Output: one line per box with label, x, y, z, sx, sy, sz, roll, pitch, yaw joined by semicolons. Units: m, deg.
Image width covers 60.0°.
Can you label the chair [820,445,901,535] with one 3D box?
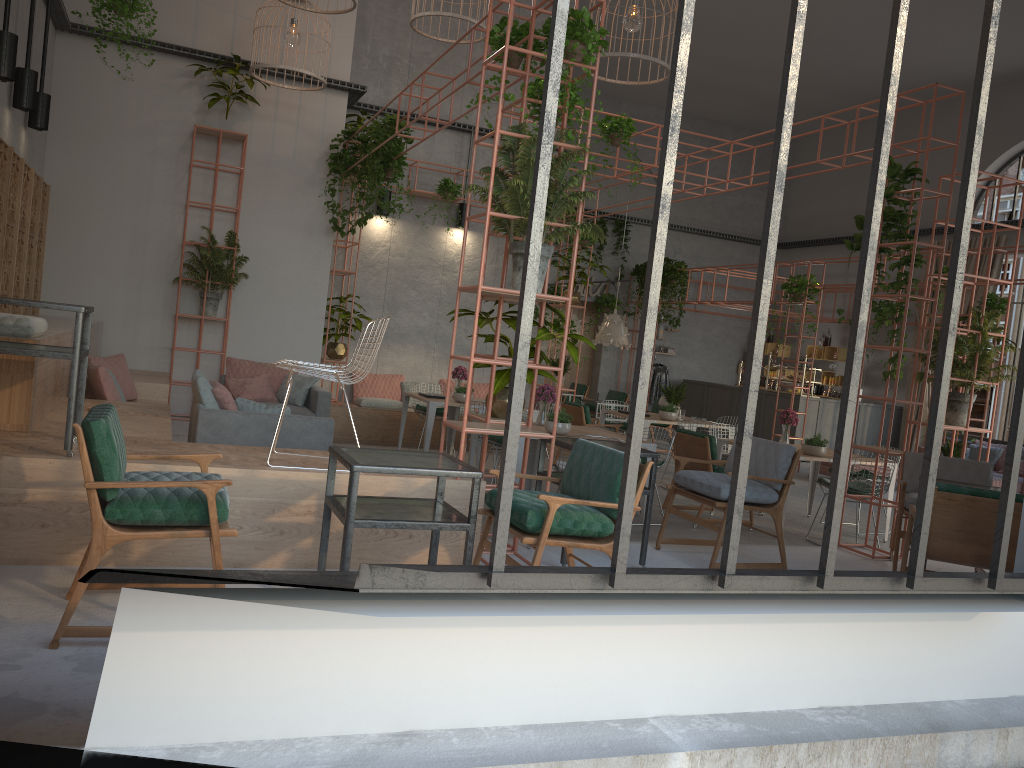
chair;3.855;1.137;9.787;0.717;0.941;0.565;5;3;-25

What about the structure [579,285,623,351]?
structure;2.041;-1.532;20.159;0.950;1.527;0.921;5;3;-23

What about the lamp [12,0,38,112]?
lamp;-4.396;-3.224;8.096;0.185;1.436;0.185;7;3;19

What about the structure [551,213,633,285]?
structure;1.723;-3.027;19.681;1.939;1.514;0.856;5;3;-28

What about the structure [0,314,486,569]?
structure;-2.632;0.235;7.113;3.396;1.111;9.152;5;3;-22

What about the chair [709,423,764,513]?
chair;2.591;0.970;10.274;0.565;0.941;0.717;6;3;-20

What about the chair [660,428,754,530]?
chair;2.044;0.963;9.148;0.685;0.917;0.722;5;3;-22

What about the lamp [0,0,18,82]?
lamp;-3.966;-3.124;6.992;0.185;1.436;0.185;7;3;19

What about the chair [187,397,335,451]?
chair;-2.087;0.462;7.294;1.056;0.586;1.127;5;3;-22

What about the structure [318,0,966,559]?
structure;-0.769;-1.456;12.906;4.501;4.345;14.096;5;3;-23

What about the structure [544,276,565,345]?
structure;0.837;-1.666;19.632;0.921;1.527;0.950;7;3;12

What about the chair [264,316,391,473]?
chair;-1.138;0.017;5.357;0.717;0.941;0.565;6;3;-13

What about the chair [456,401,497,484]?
chair;-0.365;0.640;10.089;0.565;0.941;0.717;6;3;-5

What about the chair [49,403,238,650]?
chair;-1.580;0.595;3.915;0.685;0.929;0.722;5;3;-22

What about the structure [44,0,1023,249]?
structure;2.290;-3.383;11.905;15.603;0.110;15.203;5;3;-22

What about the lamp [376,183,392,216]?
lamp;-1.776;-3.142;12.728;0.179;1.425;0.185;5;3;-22

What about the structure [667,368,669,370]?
structure;3.647;-0.361;20.763;0.066;0.044;0.019;5;3;-22

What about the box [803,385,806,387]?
box;6.346;0.059;19.278;0.058;0.093;0.122;6;3;-10

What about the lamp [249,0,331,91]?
lamp;-2.432;-5.303;10.345;0.883;3.476;0.883;8;3;31

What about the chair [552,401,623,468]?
chair;1.020;0.728;11.727;0.685;0.917;0.722;5;3;-22

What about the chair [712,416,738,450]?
chair;2.830;0.901;12.364;0.717;0.941;0.565;5;3;-25

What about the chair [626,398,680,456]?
chair;2.417;0.723;15.456;0.685;0.929;0.722;5;3;-22

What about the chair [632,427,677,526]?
chair;1.209;0.880;8.784;0.717;0.941;0.565;5;3;-25

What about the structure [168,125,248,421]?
structure;-3.819;-1.342;11.083;0.624;3.596;0.424;5;3;-22

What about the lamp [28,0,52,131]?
lamp;-4.751;-3.306;9.005;0.185;1.436;0.179;5;3;-22

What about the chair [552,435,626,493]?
chair;0.625;0.870;7.550;0.565;0.941;0.717;6;3;-5

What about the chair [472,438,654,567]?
chair;0.235;0.770;4.639;0.685;0.929;0.722;5;3;-22

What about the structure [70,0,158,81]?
structure;-3.235;-3.280;7.258;0.670;1.290;1.434;5;3;-22

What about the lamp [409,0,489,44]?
lamp;-0.510;-5.703;9.887;0.883;3.476;0.883;8;3;31

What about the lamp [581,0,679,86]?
lamp;1.319;-4.795;8.632;0.883;3.476;0.883;8;3;31

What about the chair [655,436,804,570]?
chair;1.569;0.841;6.421;0.685;0.929;0.722;5;3;-22

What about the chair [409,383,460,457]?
chair;-1.045;0.483;11.810;0.565;0.941;0.717;6;3;-20

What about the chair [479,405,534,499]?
chair;-0.054;0.713;9.271;0.565;0.941;0.717;6;3;-20

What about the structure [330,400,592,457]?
structure;-1.691;0.469;15.446;4.386;0.500;5.831;5;3;-22

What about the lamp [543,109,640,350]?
lamp;1.260;-2.755;16.641;0.704;4.052;4.456;5;3;-22

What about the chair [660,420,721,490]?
chair;2.247;0.891;11.131;0.565;0.941;0.717;6;3;-5

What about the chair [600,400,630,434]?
chair;1.567;0.735;12.852;0.565;0.941;0.717;6;3;-20

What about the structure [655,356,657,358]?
structure;3.337;-0.634;20.612;0.066;0.044;0.019;5;3;-22

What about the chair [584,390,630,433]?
chair;1.776;0.575;17.100;0.685;0.930;0.722;5;3;-22

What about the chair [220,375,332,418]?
chair;-2.686;0.316;9.932;1.127;0.672;1.052;5;3;-22

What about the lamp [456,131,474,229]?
lamp;-0.658;-3.035;13.174;0.179;1.425;0.185;5;3;-22

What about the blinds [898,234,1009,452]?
blinds;8.656;-0.421;15.056;0.414;4.389;4.957;6;3;-21

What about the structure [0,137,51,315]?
structure;-4.166;-0.979;6.726;0.132;2.103;9.782;5;3;-22

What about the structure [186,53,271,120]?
structure;-3.436;-3.651;10.870;0.934;0.803;0.903;9;3;40

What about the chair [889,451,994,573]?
chair;3.336;1.032;6.816;0.722;0.914;0.685;7;3;18

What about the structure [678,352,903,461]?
structure;5.843;0.395;19.005;2.579;2.022;4.057;5;3;-22

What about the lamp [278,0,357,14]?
lamp;-1.797;-5.579;8.758;0.883;3.476;0.883;8;3;31

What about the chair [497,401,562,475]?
chair;0.218;0.650;11.323;0.717;0.941;0.565;5;3;-25

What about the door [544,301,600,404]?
door;1.158;-0.586;20.571;1.360;2.729;0.551;5;3;-22

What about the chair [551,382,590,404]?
chair;1.148;0.429;18.709;0.685;0.930;0.722;5;3;-22

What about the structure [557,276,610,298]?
structure;1.584;-2.205;19.817;1.312;0.505;0.063;5;3;-22

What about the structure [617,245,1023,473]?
structure;6.728;-0.096;14.239;4.157;4.247;14.689;5;3;-22

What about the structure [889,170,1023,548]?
structure;4.120;-0.099;8.226;0.624;3.602;0.424;5;3;-22

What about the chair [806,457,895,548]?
chair;3.271;1.127;8.553;0.565;0.941;0.717;6;3;-5

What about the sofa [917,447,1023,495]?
sofa;7.329;1.476;14.159;1.960;0.672;2.219;6;3;-21

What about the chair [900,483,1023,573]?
chair;2.642;1.033;5.038;0.722;0.917;0.685;7;3;18

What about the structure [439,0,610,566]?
structure;0.131;-0.632;5.505;0.748;3.623;0.722;5;3;-22
